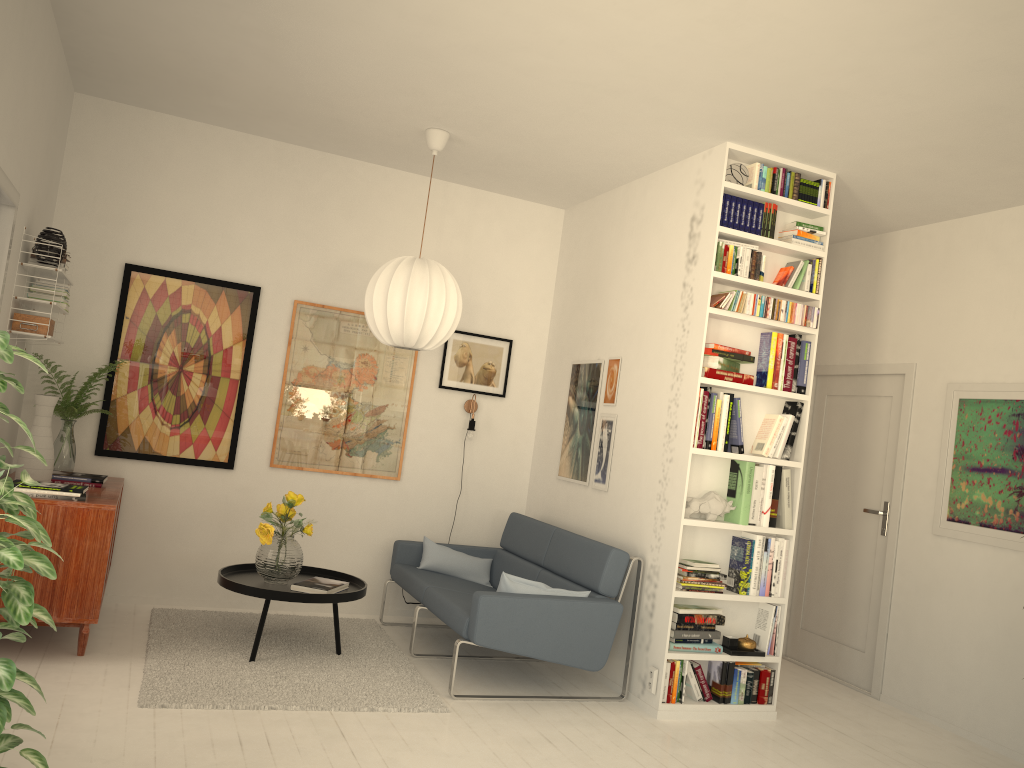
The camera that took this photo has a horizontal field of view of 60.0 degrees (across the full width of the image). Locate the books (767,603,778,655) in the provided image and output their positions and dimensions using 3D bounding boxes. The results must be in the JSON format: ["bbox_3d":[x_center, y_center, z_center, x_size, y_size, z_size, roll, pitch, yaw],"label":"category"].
[{"bbox_3d":[1.336,1.287,4.686,0.033,0.258,0.130,9,-4,-22],"label":"books"}]

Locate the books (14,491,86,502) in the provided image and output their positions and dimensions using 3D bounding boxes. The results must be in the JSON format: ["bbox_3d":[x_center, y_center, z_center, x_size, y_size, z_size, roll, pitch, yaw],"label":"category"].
[{"bbox_3d":[-2.117,0.498,4.042,0.320,0.020,0.237,9,-3,-26],"label":"books"}]

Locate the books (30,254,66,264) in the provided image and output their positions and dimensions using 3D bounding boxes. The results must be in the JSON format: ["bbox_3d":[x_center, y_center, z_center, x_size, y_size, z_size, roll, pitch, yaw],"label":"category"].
[{"bbox_3d":[-2.301,-0.616,4.399,0.155,0.024,0.136,9,-3,-29],"label":"books"}]

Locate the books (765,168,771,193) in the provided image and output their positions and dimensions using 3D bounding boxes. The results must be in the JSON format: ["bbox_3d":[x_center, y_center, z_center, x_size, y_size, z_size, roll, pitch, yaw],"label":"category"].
[{"bbox_3d":[1.287,-1.058,4.731,0.025,0.131,0.253,9,-3,-22],"label":"books"}]

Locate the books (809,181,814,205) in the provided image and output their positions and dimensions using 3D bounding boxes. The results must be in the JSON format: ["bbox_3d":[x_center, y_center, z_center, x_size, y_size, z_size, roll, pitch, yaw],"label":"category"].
[{"bbox_3d":[1.570,-1.016,4.791,0.017,0.130,0.150,9,-3,-22],"label":"books"}]

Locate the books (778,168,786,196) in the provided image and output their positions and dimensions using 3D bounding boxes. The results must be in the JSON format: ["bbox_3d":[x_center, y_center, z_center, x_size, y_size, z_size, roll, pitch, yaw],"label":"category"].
[{"bbox_3d":[1.378,-1.057,4.758,0.024,0.156,0.228,9,-3,-22],"label":"books"}]

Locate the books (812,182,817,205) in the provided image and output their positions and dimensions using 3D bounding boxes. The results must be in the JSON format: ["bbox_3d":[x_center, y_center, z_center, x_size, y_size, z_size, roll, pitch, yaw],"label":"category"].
[{"bbox_3d":[1.586,-1.014,4.798,0.017,0.130,0.150,9,-3,-22],"label":"books"}]

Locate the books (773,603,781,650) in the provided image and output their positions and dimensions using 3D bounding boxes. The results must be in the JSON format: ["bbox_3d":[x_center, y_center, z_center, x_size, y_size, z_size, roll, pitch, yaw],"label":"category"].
[{"bbox_3d":[1.366,1.291,4.705,0.011,0.256,0.139,9,-4,-22],"label":"books"}]

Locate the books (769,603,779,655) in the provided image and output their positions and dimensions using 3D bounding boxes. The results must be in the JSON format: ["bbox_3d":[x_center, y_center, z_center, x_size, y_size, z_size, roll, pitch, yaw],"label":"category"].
[{"bbox_3d":[1.343,1.289,4.718,0.008,0.257,0.184,9,-4,-22],"label":"books"}]

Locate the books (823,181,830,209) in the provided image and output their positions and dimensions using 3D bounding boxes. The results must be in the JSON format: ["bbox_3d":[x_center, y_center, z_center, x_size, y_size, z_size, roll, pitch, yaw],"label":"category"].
[{"bbox_3d":[1.647,-1.012,4.860,0.021,0.151,0.228,9,-3,-22],"label":"books"}]

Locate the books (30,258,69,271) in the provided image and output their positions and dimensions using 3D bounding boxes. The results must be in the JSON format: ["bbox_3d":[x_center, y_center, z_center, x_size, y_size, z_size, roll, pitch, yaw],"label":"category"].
[{"bbox_3d":[-2.297,-0.593,4.408,0.158,0.019,0.131,9,-3,-20],"label":"books"}]

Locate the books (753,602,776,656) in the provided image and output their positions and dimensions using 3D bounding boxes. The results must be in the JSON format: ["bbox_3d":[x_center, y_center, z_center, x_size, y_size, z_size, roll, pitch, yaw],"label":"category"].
[{"bbox_3d":[1.306,1.284,4.709,0.034,0.257,0.209,9,-4,-22],"label":"books"}]

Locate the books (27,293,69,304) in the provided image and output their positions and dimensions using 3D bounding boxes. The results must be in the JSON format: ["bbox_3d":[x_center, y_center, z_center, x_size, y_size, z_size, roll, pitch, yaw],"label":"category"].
[{"bbox_3d":[-2.439,-0.446,4.668,0.168,0.021,0.197,9,-3,-19],"label":"books"}]

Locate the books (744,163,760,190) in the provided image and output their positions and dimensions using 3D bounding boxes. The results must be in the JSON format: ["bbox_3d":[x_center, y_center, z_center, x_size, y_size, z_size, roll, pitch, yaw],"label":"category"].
[{"bbox_3d":[1.245,-1.076,4.677,0.026,0.149,0.155,9,-3,-22],"label":"books"}]

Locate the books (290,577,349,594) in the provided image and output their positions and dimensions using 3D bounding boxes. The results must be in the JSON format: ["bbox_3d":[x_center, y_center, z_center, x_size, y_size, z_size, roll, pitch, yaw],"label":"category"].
[{"bbox_3d":[-0.993,1.049,4.601,0.200,0.031,0.289,7,-3,12],"label":"books"}]

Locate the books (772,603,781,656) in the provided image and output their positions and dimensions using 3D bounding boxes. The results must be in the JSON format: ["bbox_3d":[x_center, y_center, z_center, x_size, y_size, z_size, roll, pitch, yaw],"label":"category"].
[{"bbox_3d":[1.354,1.289,4.710,0.007,0.257,0.181,9,-4,-22],"label":"books"}]

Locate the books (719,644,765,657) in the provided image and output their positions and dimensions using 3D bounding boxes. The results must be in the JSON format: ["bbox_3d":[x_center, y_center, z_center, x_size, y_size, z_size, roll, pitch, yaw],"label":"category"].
[{"bbox_3d":[1.183,1.379,4.589,0.214,0.023,0.130,9,-3,-22],"label":"books"}]

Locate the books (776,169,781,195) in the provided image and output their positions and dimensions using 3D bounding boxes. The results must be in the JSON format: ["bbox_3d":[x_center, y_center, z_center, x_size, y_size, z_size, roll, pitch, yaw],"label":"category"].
[{"bbox_3d":[1.358,-1.056,4.742,0.024,0.148,0.188,9,-3,-22],"label":"books"}]

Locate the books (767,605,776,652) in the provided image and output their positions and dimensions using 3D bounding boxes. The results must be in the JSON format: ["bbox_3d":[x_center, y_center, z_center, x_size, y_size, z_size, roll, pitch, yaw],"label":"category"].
[{"bbox_3d":[1.314,1.286,4.715,0.030,0.256,0.198,9,-4,-22],"label":"books"}]

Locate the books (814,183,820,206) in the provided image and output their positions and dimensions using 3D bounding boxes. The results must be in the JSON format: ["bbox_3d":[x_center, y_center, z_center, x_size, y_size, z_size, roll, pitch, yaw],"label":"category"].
[{"bbox_3d":[1.602,-1.011,4.804,0.017,0.130,0.150,9,-3,-22],"label":"books"}]

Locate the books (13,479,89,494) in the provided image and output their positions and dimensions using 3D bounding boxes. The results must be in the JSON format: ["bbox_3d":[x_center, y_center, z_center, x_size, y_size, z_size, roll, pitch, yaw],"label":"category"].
[{"bbox_3d":[-2.110,0.467,4.045,0.311,0.015,0.192,9,-3,-18],"label":"books"}]

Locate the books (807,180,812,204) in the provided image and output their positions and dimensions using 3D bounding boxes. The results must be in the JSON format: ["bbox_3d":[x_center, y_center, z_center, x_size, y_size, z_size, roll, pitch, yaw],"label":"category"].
[{"bbox_3d":[1.554,-1.019,4.785,0.017,0.130,0.150,9,-3,-22],"label":"books"}]

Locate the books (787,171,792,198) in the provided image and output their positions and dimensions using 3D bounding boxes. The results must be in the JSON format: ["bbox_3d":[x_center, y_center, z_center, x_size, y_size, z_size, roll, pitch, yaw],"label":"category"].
[{"bbox_3d":[1.423,-1.048,4.767,0.009,0.151,0.208,9,-3,-22],"label":"books"}]

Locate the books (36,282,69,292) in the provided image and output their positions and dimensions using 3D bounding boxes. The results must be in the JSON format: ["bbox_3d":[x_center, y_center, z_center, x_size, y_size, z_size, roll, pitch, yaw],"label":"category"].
[{"bbox_3d":[-2.423,-0.508,4.683,0.147,0.016,0.195,9,-3,-24],"label":"books"}]

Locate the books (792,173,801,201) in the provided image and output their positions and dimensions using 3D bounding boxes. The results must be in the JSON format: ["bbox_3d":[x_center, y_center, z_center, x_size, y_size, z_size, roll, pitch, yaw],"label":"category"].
[{"bbox_3d":[1.473,-1.041,4.783,0.032,0.152,0.200,9,-3,-22],"label":"books"}]

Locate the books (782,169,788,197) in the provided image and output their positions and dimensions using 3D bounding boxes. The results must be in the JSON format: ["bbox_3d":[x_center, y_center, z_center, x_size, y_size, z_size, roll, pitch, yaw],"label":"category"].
[{"bbox_3d":[1.396,-1.055,4.760,0.012,0.158,0.220,9,-3,-22],"label":"books"}]

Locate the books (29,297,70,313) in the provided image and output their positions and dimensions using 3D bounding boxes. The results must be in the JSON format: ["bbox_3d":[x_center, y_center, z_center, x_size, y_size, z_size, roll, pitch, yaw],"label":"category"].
[{"bbox_3d":[-2.441,-0.417,4.677,0.179,0.038,0.190,9,-3,-22],"label":"books"}]

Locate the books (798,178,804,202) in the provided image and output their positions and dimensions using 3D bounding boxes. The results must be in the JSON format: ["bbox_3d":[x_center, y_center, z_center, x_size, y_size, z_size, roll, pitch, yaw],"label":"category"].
[{"bbox_3d":[1.505,-1.026,4.765,0.017,0.130,0.150,9,-3,-22],"label":"books"}]

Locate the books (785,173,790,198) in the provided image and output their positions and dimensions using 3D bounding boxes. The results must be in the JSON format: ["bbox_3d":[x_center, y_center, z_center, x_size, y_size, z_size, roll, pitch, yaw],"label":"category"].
[{"bbox_3d":[1.412,-1.043,4.756,0.019,0.137,0.201,9,-3,-22],"label":"books"}]

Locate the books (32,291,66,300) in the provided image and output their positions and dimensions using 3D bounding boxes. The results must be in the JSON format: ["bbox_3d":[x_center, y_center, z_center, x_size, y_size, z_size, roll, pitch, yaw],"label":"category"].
[{"bbox_3d":[-2.443,-0.462,4.684,0.147,0.012,0.195,9,-3,-24],"label":"books"}]

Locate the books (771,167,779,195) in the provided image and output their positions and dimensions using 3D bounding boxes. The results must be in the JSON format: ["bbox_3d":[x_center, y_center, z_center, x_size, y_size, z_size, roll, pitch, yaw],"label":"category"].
[{"bbox_3d":[1.341,-1.059,4.717,0.028,0.147,0.192,9,-3,-22],"label":"books"}]

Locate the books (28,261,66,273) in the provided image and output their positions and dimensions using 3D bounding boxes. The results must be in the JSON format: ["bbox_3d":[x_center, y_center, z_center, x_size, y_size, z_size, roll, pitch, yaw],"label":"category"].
[{"bbox_3d":[-2.307,-0.571,4.401,0.159,0.028,0.147,9,-3,-25],"label":"books"}]

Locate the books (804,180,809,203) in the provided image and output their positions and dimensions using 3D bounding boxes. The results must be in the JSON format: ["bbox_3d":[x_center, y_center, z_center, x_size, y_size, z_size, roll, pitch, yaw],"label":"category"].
[{"bbox_3d":[1.538,-1.021,4.778,0.017,0.130,0.150,9,-3,-22],"label":"books"}]

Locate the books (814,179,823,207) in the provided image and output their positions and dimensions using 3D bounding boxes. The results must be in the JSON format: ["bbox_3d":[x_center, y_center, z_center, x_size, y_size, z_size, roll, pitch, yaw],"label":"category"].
[{"bbox_3d":[1.622,-1.019,4.812,0.019,0.157,0.150,9,-3,-22],"label":"books"}]

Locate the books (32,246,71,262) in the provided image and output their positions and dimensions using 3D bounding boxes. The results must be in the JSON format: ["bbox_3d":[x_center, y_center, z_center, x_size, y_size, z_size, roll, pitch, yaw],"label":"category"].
[{"bbox_3d":[-2.284,-0.644,4.400,0.178,0.036,0.145,9,-3,-29],"label":"books"}]

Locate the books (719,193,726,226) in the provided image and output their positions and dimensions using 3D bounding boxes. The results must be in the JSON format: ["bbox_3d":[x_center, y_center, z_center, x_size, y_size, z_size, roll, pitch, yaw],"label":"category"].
[{"bbox_3d":[1.031,-0.887,4.609,0.034,0.179,0.188,9,-3,-22],"label":"books"}]

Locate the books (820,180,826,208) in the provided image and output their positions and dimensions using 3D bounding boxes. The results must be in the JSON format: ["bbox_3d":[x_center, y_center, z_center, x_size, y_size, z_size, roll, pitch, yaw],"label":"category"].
[{"bbox_3d":[1.627,-1.017,4.855,0.020,0.156,0.229,9,-3,-22],"label":"books"}]

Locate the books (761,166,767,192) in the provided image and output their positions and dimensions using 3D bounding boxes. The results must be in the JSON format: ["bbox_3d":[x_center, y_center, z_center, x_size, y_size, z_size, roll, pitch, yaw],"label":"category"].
[{"bbox_3d":[1.282,-1.064,4.683,0.023,0.137,0.161,9,-3,-22],"label":"books"}]

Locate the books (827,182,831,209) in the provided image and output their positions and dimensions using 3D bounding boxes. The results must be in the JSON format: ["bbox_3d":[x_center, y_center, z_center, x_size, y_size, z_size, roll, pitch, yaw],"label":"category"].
[{"bbox_3d":[1.655,-1.011,4.886,0.014,0.154,0.260,9,-3,-22],"label":"books"}]

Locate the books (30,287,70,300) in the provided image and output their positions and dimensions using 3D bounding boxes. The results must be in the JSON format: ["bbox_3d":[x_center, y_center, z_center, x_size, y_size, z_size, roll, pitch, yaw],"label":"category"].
[{"bbox_3d":[-2.433,-0.478,4.673,0.173,0.023,0.190,9,-3,-22],"label":"books"}]

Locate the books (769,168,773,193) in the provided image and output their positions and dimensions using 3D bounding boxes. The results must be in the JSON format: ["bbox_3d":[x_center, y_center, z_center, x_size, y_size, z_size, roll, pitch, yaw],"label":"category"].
[{"bbox_3d":[1.313,-1.060,4.726,0.018,0.141,0.206,9,-3,-22],"label":"books"}]

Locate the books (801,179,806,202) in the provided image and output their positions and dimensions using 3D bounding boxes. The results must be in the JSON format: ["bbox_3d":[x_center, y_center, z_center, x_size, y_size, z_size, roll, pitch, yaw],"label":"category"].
[{"bbox_3d":[1.521,-1.024,4.772,0.017,0.130,0.150,9,-3,-22],"label":"books"}]

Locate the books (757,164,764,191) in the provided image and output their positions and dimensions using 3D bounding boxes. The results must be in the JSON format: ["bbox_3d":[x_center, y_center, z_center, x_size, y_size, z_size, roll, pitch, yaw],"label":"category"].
[{"bbox_3d":[1.256,-1.072,4.700,0.013,0.146,0.208,9,-3,-22],"label":"books"}]

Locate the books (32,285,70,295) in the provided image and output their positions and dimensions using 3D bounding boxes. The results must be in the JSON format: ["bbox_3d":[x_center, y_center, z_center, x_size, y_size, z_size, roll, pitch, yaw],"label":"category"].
[{"bbox_3d":[-2.431,-0.495,4.681,0.153,0.013,0.197,9,-3,-19],"label":"books"}]

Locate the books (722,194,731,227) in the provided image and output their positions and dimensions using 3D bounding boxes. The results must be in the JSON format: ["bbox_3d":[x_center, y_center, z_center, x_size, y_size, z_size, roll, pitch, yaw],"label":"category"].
[{"bbox_3d":[1.063,-0.882,4.622,0.034,0.179,0.188,9,-3,-22],"label":"books"}]

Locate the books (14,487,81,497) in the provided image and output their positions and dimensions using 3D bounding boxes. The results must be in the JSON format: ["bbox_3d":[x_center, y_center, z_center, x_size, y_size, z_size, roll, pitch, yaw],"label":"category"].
[{"bbox_3d":[-2.123,0.480,4.039,0.296,0.015,0.240,9,-3,-23],"label":"books"}]

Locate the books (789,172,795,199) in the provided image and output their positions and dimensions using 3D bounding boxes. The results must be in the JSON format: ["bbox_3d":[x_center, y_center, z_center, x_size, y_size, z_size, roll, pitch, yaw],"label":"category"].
[{"bbox_3d":[1.438,-1.046,4.785,0.032,0.154,0.212,9,-3,-22],"label":"books"}]
